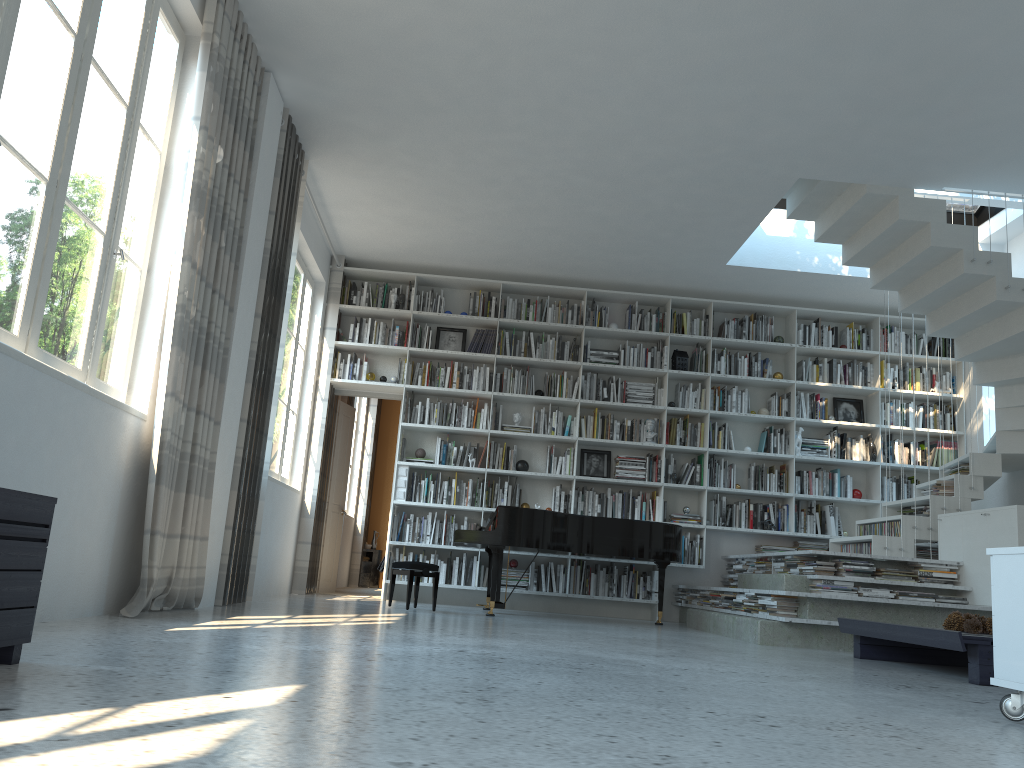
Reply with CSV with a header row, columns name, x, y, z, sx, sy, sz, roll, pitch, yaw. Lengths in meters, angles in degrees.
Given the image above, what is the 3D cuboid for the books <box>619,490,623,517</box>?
name,x,y,z,sx,sy,sz,roll,pitch,yaw
books,1.043,1.168,8.542,0.014,0.285,0.135,5,-12,-2

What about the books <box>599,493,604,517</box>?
name,x,y,z,sx,sy,sz,roll,pitch,yaw
books,0.853,1.171,8.506,0.029,0.237,0.166,5,-12,-2

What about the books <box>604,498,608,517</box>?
name,x,y,z,sx,sy,sz,roll,pitch,yaw
books,0.891,1.194,8.501,0.023,0.196,0.165,5,-12,-2

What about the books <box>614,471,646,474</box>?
name,x,y,z,sx,sy,sz,roll,pitch,yaw
books,1.139,0.868,8.600,0.285,0.012,0.160,5,-12,-1

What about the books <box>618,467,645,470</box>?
name,x,y,z,sx,sy,sz,roll,pitch,yaw
books,1.142,0.831,8.598,0.254,0.012,0.161,6,-12,-7

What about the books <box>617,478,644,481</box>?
name,x,y,z,sx,sy,sz,roll,pitch,yaw
books,1.133,0.937,8.583,0.254,0.012,0.161,4,-12,0

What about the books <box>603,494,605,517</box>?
name,x,y,z,sx,sy,sz,roll,pitch,yaw
books,0.873,1.178,8.516,0.013,0.229,0.139,5,-12,-2

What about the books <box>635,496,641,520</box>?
name,x,y,z,sx,sy,sz,roll,pitch,yaw
books,1.203,1.202,8.520,0.023,0.234,0.175,5,-12,-2

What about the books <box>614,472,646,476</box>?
name,x,y,z,sx,sy,sz,roll,pitch,yaw
books,1.138,0.880,8.600,0.285,0.012,0.160,5,-12,-2

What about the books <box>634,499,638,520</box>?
name,x,y,z,sx,sy,sz,roll,pitch,yaw
books,1.179,1.215,8.516,0.023,0.204,0.167,5,-12,-2

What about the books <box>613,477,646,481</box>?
name,x,y,z,sx,sy,sz,roll,pitch,yaw
books,1.135,0.924,8.578,0.285,0.012,0.160,6,-12,-7

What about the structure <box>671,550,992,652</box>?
name,x,y,z,sx,sy,sz,roll,pitch,yaw
structure,2.933,1.740,7.058,2.899,0.657,3.120,5,-12,-2

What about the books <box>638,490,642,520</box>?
name,x,y,z,sx,sy,sz,roll,pitch,yaw
books,1.224,1.178,8.538,0.014,0.293,0.137,5,-12,-2

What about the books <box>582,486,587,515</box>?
name,x,y,z,sx,sy,sz,roll,pitch,yaw
books,0.690,1.137,8.533,0.027,0.290,0.141,5,-12,-2

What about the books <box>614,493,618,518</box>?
name,x,y,z,sx,sy,sz,roll,pitch,yaw
books,0.996,1.181,8.540,0.025,0.254,0.136,5,-12,-2

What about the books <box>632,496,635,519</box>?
name,x,y,z,sx,sy,sz,roll,pitch,yaw
books,1.161,1.201,8.530,0.014,0.234,0.154,5,-12,-2

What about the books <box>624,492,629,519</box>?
name,x,y,z,sx,sy,sz,roll,pitch,yaw
books,1.085,1.178,8.518,0.028,0.264,0.162,5,-12,-2

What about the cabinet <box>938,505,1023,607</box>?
name,x,y,z,sx,sy,sz,roll,pitch,yaw
cabinet,3.499,1.241,6.234,0.551,0.666,0.995,5,-12,-2

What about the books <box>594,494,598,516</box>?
name,x,y,z,sx,sy,sz,roll,pitch,yaw
books,0.798,1.176,8.500,0.023,0.217,0.175,5,-12,-2

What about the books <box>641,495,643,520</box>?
name,x,y,z,sx,sy,sz,roll,pitch,yaw
books,1.236,1.199,8.542,0.014,0.255,0.145,5,-12,-2

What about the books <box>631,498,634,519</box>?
name,x,y,z,sx,sy,sz,roll,pitch,yaw
books,1.141,1.211,8.516,0.024,0.206,0.183,5,-12,-2

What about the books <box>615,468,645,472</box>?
name,x,y,z,sx,sy,sz,roll,pitch,yaw
books,1.141,0.843,8.595,0.285,0.012,0.160,4,-12,3

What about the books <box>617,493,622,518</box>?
name,x,y,z,sx,sy,sz,roll,pitch,yaw
books,1.022,1.182,8.514,0.026,0.245,0.191,5,-12,-2

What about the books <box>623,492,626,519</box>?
name,x,y,z,sx,sy,sz,roll,pitch,yaw
books,1.066,1.179,8.523,0.010,0.261,0.181,5,-12,-2

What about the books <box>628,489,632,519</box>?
name,x,y,z,sx,sy,sz,roll,pitch,yaw
books,1.127,1.166,8.527,0.012,0.296,0.178,5,-12,-2

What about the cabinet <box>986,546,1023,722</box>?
name,x,y,z,sx,sy,sz,roll,pitch,yaw
cabinet,1.612,0.697,2.389,0.380,0.485,0.503,5,-12,-2

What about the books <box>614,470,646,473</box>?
name,x,y,z,sx,sy,sz,roll,pitch,yaw
books,1.140,0.856,8.600,0.285,0.012,0.160,4,-12,0

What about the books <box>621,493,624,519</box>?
name,x,y,z,sx,sy,sz,roll,pitch,yaw
books,1.054,1.185,8.532,0.011,0.251,0.158,5,-12,-2

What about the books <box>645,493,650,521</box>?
name,x,y,z,sx,sy,sz,roll,pitch,yaw
books,1.290,1.193,8.533,0.026,0.271,0.175,5,-12,-2

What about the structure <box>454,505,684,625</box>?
name,x,y,z,sx,sy,sz,roll,pitch,yaw
structure,0.479,1.505,7.289,1.918,0.831,1.338,5,-12,-2

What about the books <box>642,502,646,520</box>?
name,x,y,z,sx,sy,sz,roll,pitch,yaw
books,1.253,1.231,8.511,0.023,0.182,0.169,5,-12,-2

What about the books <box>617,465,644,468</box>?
name,x,y,z,sx,sy,sz,roll,pitch,yaw
books,1.144,0.809,8.607,0.254,0.012,0.161,4,-12,1

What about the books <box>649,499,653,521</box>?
name,x,y,z,sx,sy,sz,roll,pitch,yaw
books,1.323,1.223,8.518,0.042,0.212,0.169,5,-12,-2

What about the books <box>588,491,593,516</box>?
name,x,y,z,sx,sy,sz,roll,pitch,yaw
books,0.740,1.158,8.508,0.027,0.245,0.179,5,-12,-2

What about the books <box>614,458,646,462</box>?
name,x,y,z,sx,sy,sz,roll,pitch,yaw
books,1.148,0.749,8.621,0.285,0.012,0.160,4,-12,0

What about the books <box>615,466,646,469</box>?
name,x,y,z,sx,sy,sz,roll,pitch,yaw
books,1.143,0.819,8.600,0.285,0.012,0.160,4,-12,3

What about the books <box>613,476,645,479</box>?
name,x,y,z,sx,sy,sz,roll,pitch,yaw
books,1.135,0.914,8.590,0.285,0.012,0.160,5,-12,-3

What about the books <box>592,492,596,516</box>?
name,x,y,z,sx,sy,sz,roll,pitch,yaw
books,0.776,1.165,8.523,0.021,0.244,0.142,5,-12,-2

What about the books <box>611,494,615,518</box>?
name,x,y,z,sx,sy,sz,roll,pitch,yaw
books,0.968,1.184,8.522,0.031,0.236,0.159,5,-12,-2

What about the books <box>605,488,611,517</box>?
name,x,y,z,sx,sy,sz,roll,pitch,yaw
books,0.918,1.152,8.525,0.026,0.291,0.152,5,-12,-2

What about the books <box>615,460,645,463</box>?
name,x,y,z,sx,sy,sz,roll,pitch,yaw
books,1.148,0.760,8.615,0.254,0.012,0.161,6,-12,-6

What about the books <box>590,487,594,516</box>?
name,x,y,z,sx,sy,sz,roll,pitch,yaw
books,0.761,1.141,8.509,0.013,0.281,0.166,5,-12,-2

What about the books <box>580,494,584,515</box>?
name,x,y,z,sx,sy,sz,roll,pitch,yaw
books,0.662,1.171,8.507,0.024,0.208,0.170,5,-12,-2

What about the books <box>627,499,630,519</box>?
name,x,y,z,sx,sy,sz,roll,pitch,yaw
books,1.106,1.213,8.526,0.021,0.202,0.128,5,-12,-2

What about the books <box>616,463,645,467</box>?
name,x,y,z,sx,sy,sz,roll,pitch,yaw
books,1.145,0.797,8.609,0.254,0.012,0.161,5,-12,-5

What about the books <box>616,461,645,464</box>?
name,x,y,z,sx,sy,sz,roll,pitch,yaw
books,1.146,0.773,8.614,0.254,0.012,0.161,5,-12,-5

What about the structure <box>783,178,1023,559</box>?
name,x,y,z,sx,sy,sz,roll,pitch,yaw
structure,3.217,0.021,7.028,2.613,3.374,1.959,5,-12,-2

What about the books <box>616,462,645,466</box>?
name,x,y,z,sx,sy,sz,roll,pitch,yaw
books,1.146,0.784,8.610,0.254,0.012,0.161,6,-12,-6

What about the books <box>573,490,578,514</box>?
name,x,y,z,sx,sy,sz,roll,pitch,yaw
books,0.599,1.150,8.514,0.029,0.243,0.154,5,-12,-2

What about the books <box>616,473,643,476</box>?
name,x,y,z,sx,sy,sz,roll,pitch,yaw
books,1.137,0.889,8.586,0.254,0.012,0.161,6,-12,-7

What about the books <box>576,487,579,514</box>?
name,x,y,z,sx,sy,sz,roll,pitch,yaw
books,0.620,1.135,8.511,0.011,0.275,0.146,5,-12,-2

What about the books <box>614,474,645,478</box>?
name,x,y,z,sx,sy,sz,roll,pitch,yaw
books,1.137,0.901,8.583,0.285,0.012,0.160,4,-12,3

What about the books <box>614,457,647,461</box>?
name,x,y,z,sx,sy,sz,roll,pitch,yaw
books,1.149,0.736,8.617,0.285,0.012,0.160,6,-12,-7

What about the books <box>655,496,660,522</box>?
name,x,y,z,sx,sy,sz,roll,pitch,yaw
books,1.384,1.210,8.519,0.033,0.245,0.176,5,-12,-2

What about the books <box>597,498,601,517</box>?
name,x,y,z,sx,sy,sz,roll,pitch,yaw
books,0.823,1.193,8.493,0.029,0.183,0.175,5,-12,-2

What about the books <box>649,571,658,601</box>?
name,x,y,z,sx,sy,sz,roll,pitch,yaw
books,1.330,1.893,8.325,0.038,0.268,0.277,5,-12,-2

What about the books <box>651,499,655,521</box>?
name,x,y,z,sx,sy,sz,roll,pitch,yaw
books,1.349,1.223,8.520,0.011,0.216,0.166,5,-12,-2

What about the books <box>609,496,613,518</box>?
name,x,y,z,sx,sy,sz,roll,pitch,yaw
books,0.941,1.191,8.527,0.025,0.220,0.140,5,-12,-2

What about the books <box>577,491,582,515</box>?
name,x,y,z,sx,sy,sz,roll,pitch,yaw
books,0.638,1.154,8.497,0.027,0.233,0.168,5,-12,-2

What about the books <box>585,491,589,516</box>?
name,x,y,z,sx,sy,sz,roll,pitch,yaw
books,0.714,1.159,8.524,0.024,0.247,0.132,5,-12,-2
